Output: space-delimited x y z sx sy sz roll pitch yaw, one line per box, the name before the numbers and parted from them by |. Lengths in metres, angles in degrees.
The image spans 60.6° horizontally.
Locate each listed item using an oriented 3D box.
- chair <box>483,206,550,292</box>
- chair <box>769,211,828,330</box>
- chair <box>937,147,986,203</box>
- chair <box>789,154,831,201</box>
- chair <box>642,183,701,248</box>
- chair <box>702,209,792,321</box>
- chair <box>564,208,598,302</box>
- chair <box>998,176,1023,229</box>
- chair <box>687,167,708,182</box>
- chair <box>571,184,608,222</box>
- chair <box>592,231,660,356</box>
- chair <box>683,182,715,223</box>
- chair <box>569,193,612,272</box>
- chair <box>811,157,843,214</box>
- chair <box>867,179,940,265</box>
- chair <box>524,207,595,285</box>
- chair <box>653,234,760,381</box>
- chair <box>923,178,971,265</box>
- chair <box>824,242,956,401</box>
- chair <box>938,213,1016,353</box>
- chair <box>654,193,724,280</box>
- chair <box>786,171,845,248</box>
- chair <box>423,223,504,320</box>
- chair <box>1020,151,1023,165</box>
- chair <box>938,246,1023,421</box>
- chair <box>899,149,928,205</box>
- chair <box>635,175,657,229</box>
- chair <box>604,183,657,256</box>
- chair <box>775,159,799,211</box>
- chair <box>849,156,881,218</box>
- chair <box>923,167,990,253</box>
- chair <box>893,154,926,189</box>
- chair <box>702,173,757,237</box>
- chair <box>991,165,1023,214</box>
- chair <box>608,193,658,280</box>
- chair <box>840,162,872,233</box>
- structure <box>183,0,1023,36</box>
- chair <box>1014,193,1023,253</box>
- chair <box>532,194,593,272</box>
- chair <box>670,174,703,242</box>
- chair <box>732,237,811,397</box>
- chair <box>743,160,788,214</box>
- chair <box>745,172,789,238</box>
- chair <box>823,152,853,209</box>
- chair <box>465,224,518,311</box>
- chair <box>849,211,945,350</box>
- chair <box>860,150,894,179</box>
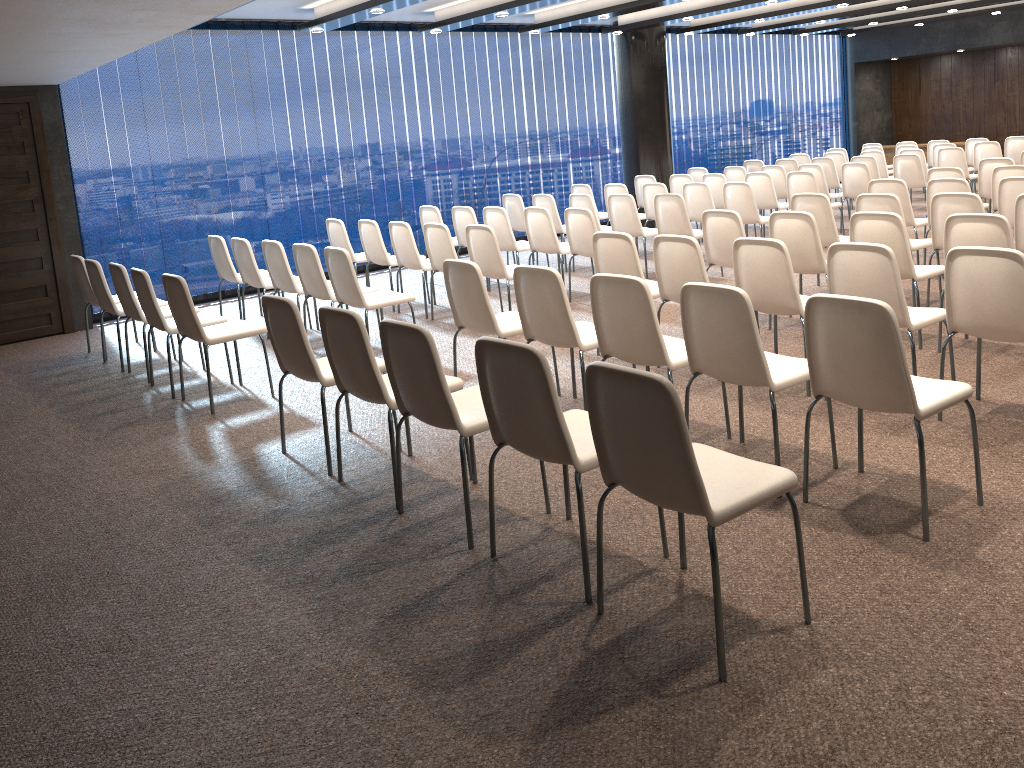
chair | 0.038 -1.407 9.003 0.567 0.880 0.536 -13 13 -38
chair | 2.184 -0.844 6.370 0.567 0.880 0.536 -13 12 -37
chair | 6.379 -2.946 12.497 0.566 0.880 0.536 -12 12 -36
chair | 4.865 -3.352 14.385 0.567 0.880 0.536 -13 12 -38
chair | 1.881 -1.984 10.475 0.567 0.880 0.536 -13 12 -38
chair | 1.808 -0.949 6.854 0.566 0.880 0.537 -12 12 -35
chair | 0.813 -1.208 8.065 0.566 0.880 0.536 -12 12 -36
chair | 4.423 -1.334 7.415 0.566 0.880 0.537 -12 12 -35
chair | 2.906 -2.761 12.897 0.566 0.880 0.536 -12 12 -36
chair | 1.098 -2.184 11.415 0.566 0.880 0.536 -12 12 -36
chair | 0.883 -0.648 6.074 0.567 0.880 0.536 -13 13 -39
chair | 2.265 -1.878 9.985 0.567 0.880 0.536 -13 13 -38
chair | 0.966 -1.703 9.761 0.566 0.880 0.536 -12 12 -36
chair | 4.674 -2.876 12.769 0.566 0.880 0.536 -12 12 -36
chair | 3.680 -1.524 8.311 0.567 0.880 0.536 -13 13 -39
chair | 0.450 -1.312 8.543 0.567 0.880 0.536 -13 12 -37
chair | 1.230 -0.547 5.615 0.566 0.880 0.536 -12 12 -36
chair | 4.028 -1.424 7.853 0.566 0.880 0.537 -12 12 -35
chair | 2.001 -0.352 4.694 0.567 0.880 0.536 -13 12 -37
chair | 2.976 -0.643 5.421 0.567 0.880 0.536 -13 13 -39
chair | 1.750 -1.502 8.819 0.567 0.880 0.536 -13 13 -39
chair | 3.549 -2.085 10.324 0.567 0.880 0.536 -13 13 -38
chair | -0.448 -1.023 7.798 0.567 0.880 0.536 -13 13 -38
chair | 6.441 -2.405 10.573 0.566 0.880 0.537 -12 12 -35
chair | 2.406 -0.258 4.239 0.566 0.880 0.536 -12 12 -36
chair | 6.030 -3.047 12.959 0.567 0.880 0.536 -13 12 -37
chair | 2.027 -2.478 12.169 0.567 0.880 0.536 -13 13 -38
chair | 1.476 -2.079 10.930 0.567 0.880 0.536 -13 13 -39
chair | 4.282 -2.966 13.203 0.567 0.880 0.536 -13 13 -39
chair | 5.053 -2.771 12.283 0.567 0.880 0.536 -13 13 -39
chair | 4.603 -1.822 9.079 0.567 0.880 0.536 -13 12 -38
chair | 5.456 -2.677 11.829 0.567 0.880 0.536 -13 12 -37
chair | 2.768 -2.286 11.269 0.566 0.880 0.536 -12 12 -36
chair | 5.020 -1.726 8.614 0.567 0.880 0.536 -13 12 -38
chair | 1.342 -1.598 9.279 0.567 0.880 0.536 -13 12 -37
chair | 4.457 -2.361 11.019 0.566 0.880 0.537 -12 12 -35
structure | 3.984 -4.557 9.675 13.383 0.225 8.158 -17 20 -37
chair | 3.845 -0.930 6.169 0.566 0.880 0.536 -12 12 -36
chair | 0.571 -1.793 10.199 0.567 0.880 0.536 -13 12 -37
chair | 2.425 -2.378 11.697 0.567 0.880 0.536 -13 13 -39
chair | 1.625 -0.457 5.177 0.566 0.880 0.536 -12 12 -36
chair | 3.929 -3.068 13.669 0.567 0.880 0.536 -13 12 -37
chair | 3.185 -2.190 10.803 0.567 0.880 0.536 -13 13 -39
chair | 5.241 -3.247 13.903 0.567 0.880 0.536 -13 13 -38
chair | -0.052 -0.924 7.331 0.567 0.880 0.536 -13 13 -38
chair | 2.590 -0.749 5.913 0.566 0.880 0.536 -13 12 -37
chair | 5.648 -3.152 13.445 0.567 0.880 0.536 -13 13 -39
